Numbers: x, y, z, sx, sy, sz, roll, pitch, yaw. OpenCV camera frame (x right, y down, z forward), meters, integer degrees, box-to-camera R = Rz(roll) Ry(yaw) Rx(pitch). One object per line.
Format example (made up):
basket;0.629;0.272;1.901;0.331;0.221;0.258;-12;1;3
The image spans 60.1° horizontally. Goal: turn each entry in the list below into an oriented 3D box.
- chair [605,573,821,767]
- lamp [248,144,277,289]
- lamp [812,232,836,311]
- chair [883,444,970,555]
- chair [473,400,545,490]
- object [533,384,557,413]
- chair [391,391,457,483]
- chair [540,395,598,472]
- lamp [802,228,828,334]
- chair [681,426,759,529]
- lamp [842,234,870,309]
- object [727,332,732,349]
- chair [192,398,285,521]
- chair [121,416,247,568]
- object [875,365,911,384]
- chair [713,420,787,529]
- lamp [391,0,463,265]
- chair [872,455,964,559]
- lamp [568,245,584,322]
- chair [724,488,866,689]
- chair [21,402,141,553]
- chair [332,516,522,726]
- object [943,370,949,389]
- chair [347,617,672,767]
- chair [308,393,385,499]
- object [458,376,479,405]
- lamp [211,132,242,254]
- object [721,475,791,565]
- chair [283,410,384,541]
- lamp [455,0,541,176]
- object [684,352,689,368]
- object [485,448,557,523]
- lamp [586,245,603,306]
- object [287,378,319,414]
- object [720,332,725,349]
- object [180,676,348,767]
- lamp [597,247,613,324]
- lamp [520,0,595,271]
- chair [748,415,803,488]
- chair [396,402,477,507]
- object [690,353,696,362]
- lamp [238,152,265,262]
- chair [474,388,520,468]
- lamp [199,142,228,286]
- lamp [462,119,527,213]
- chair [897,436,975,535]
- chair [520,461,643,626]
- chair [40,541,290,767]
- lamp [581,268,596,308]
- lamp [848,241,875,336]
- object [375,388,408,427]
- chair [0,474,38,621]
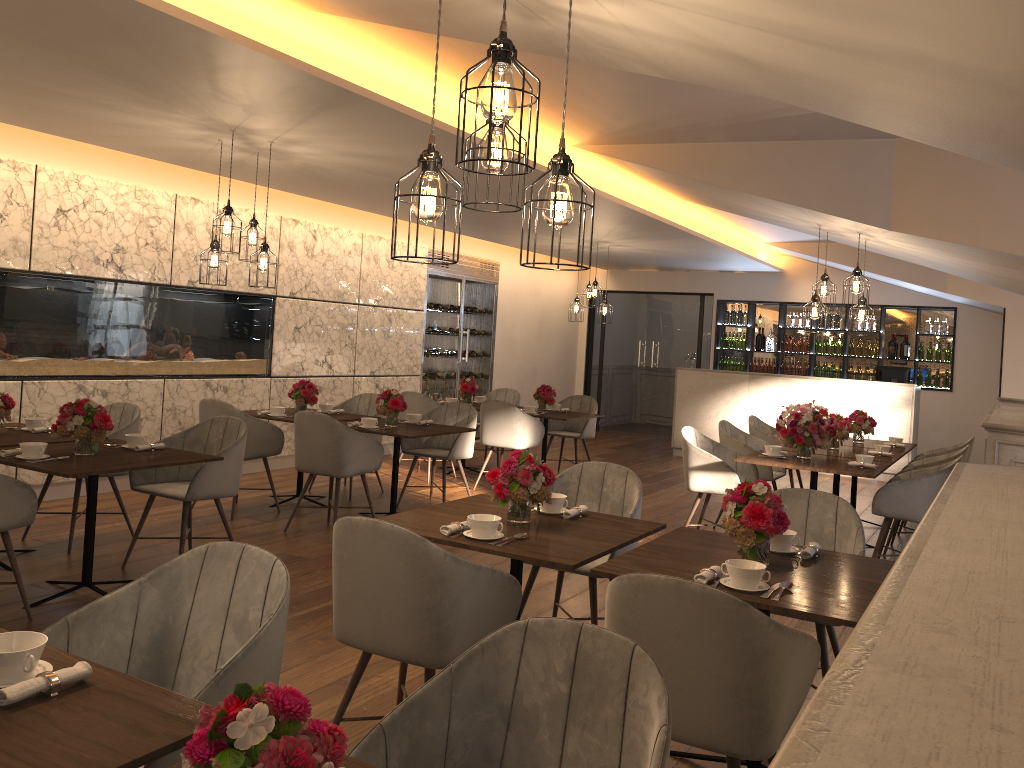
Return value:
chair;0.513;0.916;2.440;0.566;0.873;0.525;4;1;30
lamp;-1.602;-1.676;5.904;0.175;2.071;0.175;3;0;31
lamp;2.595;-1.631;7.213;0.175;2.071;0.175;3;0;31
chair;3.124;0.861;6.656;0.527;0.873;0.564;4;1;30
chair;-0.040;0.580;8.403;0.566;0.873;0.525;4;1;30
object;0.321;0.135;8.982;0.234;0.301;0.305;3;1;-13
chair;-0.872;0.505;8.878;0.566;0.873;0.525;4;1;30
chair;0.629;0.562;9.550;0.566;0.873;0.525;4;1;30
lamp;2.422;-1.433;6.927;0.175;2.071;0.175;3;0;31
chair;1.499;0.771;6.482;0.527;0.873;0.564;4;1;30
lamp;2.616;-1.598;6.591;0.175;2.071;0.175;3;0;31
object;3.331;-0.664;13.557;0.065;0.261;0.066;3;0;8
chair;-2.095;0.540;6.724;0.566;0.873;0.525;4;1;30
chair;-1.866;0.633;5.156;0.566;0.873;0.525;4;1;30
object;4.707;-0.052;10.930;0.408;0.329;0.130;4;0;7
chair;1.962;0.758;7.298;0.527;0.873;0.564;4;1;30
lamp;-0.170;-1.360;2.363;0.175;2.071;0.175;3;0;31
chair;2.660;0.874;5.840;0.527;0.873;0.564;4;1;30
lamp;0.845;-1.797;10.869;0.175;2.071;0.175;3;0;31
chair;1.142;0.895;3.610;0.566;0.873;0.525;4;1;30
chair;-2.698;0.558;5.631;0.566;0.873;0.525;4;1;30
chair;-0.319;0.841;2.915;0.566;0.873;0.525;4;1;30
object;5.915;-0.068;12.068;0.065;0.261;0.066;3;0;8
chair;-0.005;0.928;1.591;0.566;0.873;0.525;4;1;30
chair;-1.426;0.522;7.871;0.566;0.873;0.525;4;1;30
object;-0.458;0.064;9.418;0.234;0.301;0.305;4;1;5
lamp;-1.753;-1.865;5.620;0.175;2.071;0.175;3;0;31
object;0.853;0.467;3.070;0.234;0.301;0.305;4;1;5
chair;-1.262;0.615;6.250;0.566;0.873;0.525;4;1;30
lamp;0.024;-1.525;2.028;0.175;2.071;0.175;3;0;31
object;2.380;-0.325;12.074;0.065;0.208;0.065;3;0;21
object;0.032;0.394;3.524;0.304;0.301;0.234;2;1;-41
lamp;1.039;-1.963;10.534;0.175;2.071;0.175;3;0;31
object;-1.725;0.096;7.276;0.234;0.301;0.306;3;1;-39
object;3.235;-0.673;13.612;0.065;0.261;0.066;3;0;8
object;-0.293;0.500;1.053;0.234;0.301;0.305;4;1;5
lamp;1.189;-1.774;10.818;0.175;2.071;0.175;3;0;31
lamp;0.174;-1.336;2.312;0.175;2.071;0.175;3;0;31
chair;2.426;0.745;8.114;0.527;0.873;0.564;4;1;30
chair;-0.594;0.597;7.396;0.566;0.873;0.525;4;1;30
object;2.457;-0.318;12.035;0.065;0.208;0.145;3;1;21
lamp;-1.773;-1.898;6.242;0.175;2.071;0.175;3;0;31
chair;-0.203;0.488;10.024;0.566;0.873;0.525;4;1;30
lamp;-1.947;-1.700;5.955;0.175;2.071;0.175;3;0;31
lamp;0.004;-1.558;2.649;0.175;2.071;0.175;3;0;31
chair;3.587;0.848;7.473;0.527;0.873;0.564;4;1;30
chair;0.309;0.820;4.085;0.566;0.873;0.525;4;1;30
chair;-0.838;0.853;2.065;0.566;0.873;0.525;4;1;30
lamp;1.019;-1.995;11.156;0.175;2.071;0.175;3;0;31
lamp;2.766;-1.410;6.875;0.175;2.071;0.175;3;0;31
object;-0.915;0.171;6.781;0.234;0.301;0.306;3;1;-28
chair;-2.535;0.651;4.009;0.566;0.873;0.525;4;1;30
